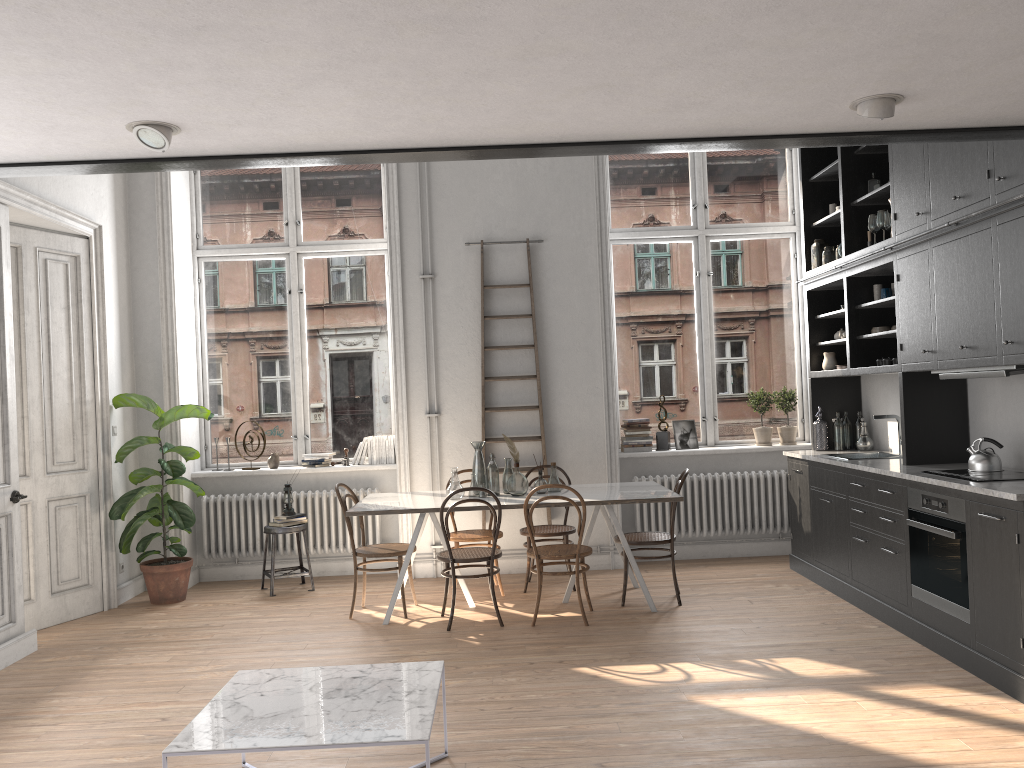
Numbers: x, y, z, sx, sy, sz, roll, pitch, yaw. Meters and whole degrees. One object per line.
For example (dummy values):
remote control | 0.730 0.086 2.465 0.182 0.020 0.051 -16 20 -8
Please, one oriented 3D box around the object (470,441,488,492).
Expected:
object | -0.238 0.612 6.463 0.116 0.383 0.116 -3 0 10

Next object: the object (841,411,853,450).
object | 2.659 0.368 7.047 0.086 0.301 0.086 -3 0 13

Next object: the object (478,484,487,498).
object | -0.209 0.752 6.255 0.058 0.094 0.058 -3 -1 27

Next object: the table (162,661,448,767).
table | -0.690 1.356 3.253 0.849 0.392 0.849 -2 -1 -1

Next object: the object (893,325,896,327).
object | 2.682 -0.386 6.109 0.112 0.036 0.112 -3 -1 41

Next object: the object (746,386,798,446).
object | 2.309 0.281 7.838 0.500 0.524 0.234 -2 0 -12

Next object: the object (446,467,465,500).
object | -0.400 0.697 6.219 0.132 0.219 0.132 -2 -1 -12

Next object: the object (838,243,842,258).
object | 2.437 -1.089 6.451 0.134 0.357 0.134 -3 -1 44

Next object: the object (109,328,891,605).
object | -0.188 0.664 6.736 5.827 1.842 0.792 -2 0 4

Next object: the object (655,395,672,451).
object | 1.326 0.340 7.816 0.122 0.488 0.102 -3 0 23

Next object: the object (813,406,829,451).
object | 2.444 0.351 7.029 0.109 0.349 0.109 -2 0 -20

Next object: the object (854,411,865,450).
object | 2.725 0.364 6.942 0.086 0.301 0.086 -3 -1 45

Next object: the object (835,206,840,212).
object | 2.571 -1.334 6.910 0.096 0.095 0.096 -3 -1 33

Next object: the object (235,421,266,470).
object | -2.277 0.533 7.729 0.347 0.425 0.087 -3 -1 31

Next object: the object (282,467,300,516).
object | -1.801 0.872 7.229 0.163 0.383 0.154 -2 0 -28

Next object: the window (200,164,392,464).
window | -1.929 -0.736 7.935 1.622 2.843 0.013 -2 0 -1

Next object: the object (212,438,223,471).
object | -2.581 0.615 7.760 0.095 0.289 0.095 -3 0 30

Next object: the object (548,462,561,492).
object | 0.304 0.674 6.427 0.101 0.212 0.101 -3 -1 38

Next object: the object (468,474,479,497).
object | -0.273 0.725 6.349 0.083 0.158 0.083 -2 0 -5

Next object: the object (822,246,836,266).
object | 2.462 -0.983 6.868 0.114 0.155 0.114 -2 -1 2

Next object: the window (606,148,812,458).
window | 7.772 -5.451 11.143 14.385 15.934 26.400 -2 -1 -1

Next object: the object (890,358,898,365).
object | 2.531 -0.153 5.788 0.104 0.059 0.088 -3 -1 8

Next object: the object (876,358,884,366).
object | 2.514 -0.149 6.000 0.088 0.059 0.104 -2 -1 -12

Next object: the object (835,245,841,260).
object | 2.519 -0.984 6.767 0.096 0.150 0.096 -2 -1 -13

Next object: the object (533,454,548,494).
object | 0.204 0.641 6.349 0.107 0.283 0.107 -2 0 -6

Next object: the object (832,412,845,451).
object | 2.565 0.372 6.966 0.086 0.301 0.086 -2 0 -15

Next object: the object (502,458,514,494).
object | -0.024 0.666 6.427 0.098 0.255 0.100 -2 0 -24

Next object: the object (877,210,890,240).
object | 2.449 -1.031 5.842 0.083 0.221 0.083 -2 -1 -45

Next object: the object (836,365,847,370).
object | 2.586 -0.128 6.833 0.180 0.037 0.180 -2 -1 -16

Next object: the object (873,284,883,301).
object | 2.586 -0.630 6.244 0.082 0.135 0.059 -2 -1 -33

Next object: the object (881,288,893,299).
object | 2.584 -0.611 6.128 0.140 0.093 0.082 -2 -1 -36

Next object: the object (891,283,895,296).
object | 2.670 -0.635 6.192 0.082 0.135 0.059 -3 -1 27

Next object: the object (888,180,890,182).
object | 2.612 -1.360 6.100 0.044 0.121 0.058 -3 -1 26

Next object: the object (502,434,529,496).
object | 0.033 0.566 6.268 0.157 0.446 0.157 -3 0 17

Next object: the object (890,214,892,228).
object | 2.549 -1.035 5.876 0.083 0.221 0.083 -2 0 -2

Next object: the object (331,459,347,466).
object | -1.523 0.689 7.758 0.088 0.048 0.153 -3 -1 39

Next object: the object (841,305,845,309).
object | 2.543 -0.577 6.758 0.071 0.047 0.071 -3 -1 37

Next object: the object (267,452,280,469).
object | -2.078 0.666 7.728 0.100 0.142 0.102 -2 -1 -26

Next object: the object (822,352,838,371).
object | 2.511 -0.177 6.989 0.127 0.144 0.115 -2 -1 -22

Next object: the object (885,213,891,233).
object | 2.547 -1.034 5.958 0.083 0.221 0.083 -2 0 -9

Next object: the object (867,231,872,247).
object | 2.508 -0.998 6.214 0.123 0.161 0.123 -3 -1 8

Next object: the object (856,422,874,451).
object | 2.708 0.402 6.815 0.132 0.219 0.120 -2 0 -1

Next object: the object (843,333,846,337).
object | 2.572 -0.371 6.820 0.058 0.033 0.056 -2 -1 -26

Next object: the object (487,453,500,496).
object | -0.137 0.646 6.353 0.086 0.301 0.086 -2 0 -15

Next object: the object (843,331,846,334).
object | 2.572 -0.391 6.820 0.055 0.047 0.058 -3 -1 14

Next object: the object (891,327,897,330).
object | 2.683 -0.370 6.109 0.132 0.038 0.132 -2 -1 -44

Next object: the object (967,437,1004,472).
object | 2.632 0.389 4.942 0.171 0.186 0.171 -3 -1 10

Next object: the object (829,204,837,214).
object | 2.545 -1.351 7.017 0.059 0.135 0.082 -3 -1 27

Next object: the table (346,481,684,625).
table | 0.027 1.180 6.308 2.200 0.780 1.100 -2 -1 -1

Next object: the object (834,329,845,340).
object | 2.598 -0.385 6.977 0.140 0.100 0.125 -2 -1 -20

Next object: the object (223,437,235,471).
object | -2.463 0.609 7.705 0.095 0.289 0.095 -3 0 21

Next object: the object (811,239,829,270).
object | 2.438 -1.021 7.011 0.118 0.238 0.118 -2 0 -16

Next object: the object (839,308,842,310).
object | 2.631 -0.576 7.034 0.071 0.047 0.071 -3 -1 37

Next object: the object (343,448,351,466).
object | -1.438 0.633 7.704 0.048 0.153 0.088 -2 -1 -31

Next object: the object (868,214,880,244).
object | 2.444 -1.029 5.973 0.083 0.221 0.083 -3 -1 30

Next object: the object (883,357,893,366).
object | 2.508 -0.151 5.888 0.088 0.059 0.104 -2 -1 -22
